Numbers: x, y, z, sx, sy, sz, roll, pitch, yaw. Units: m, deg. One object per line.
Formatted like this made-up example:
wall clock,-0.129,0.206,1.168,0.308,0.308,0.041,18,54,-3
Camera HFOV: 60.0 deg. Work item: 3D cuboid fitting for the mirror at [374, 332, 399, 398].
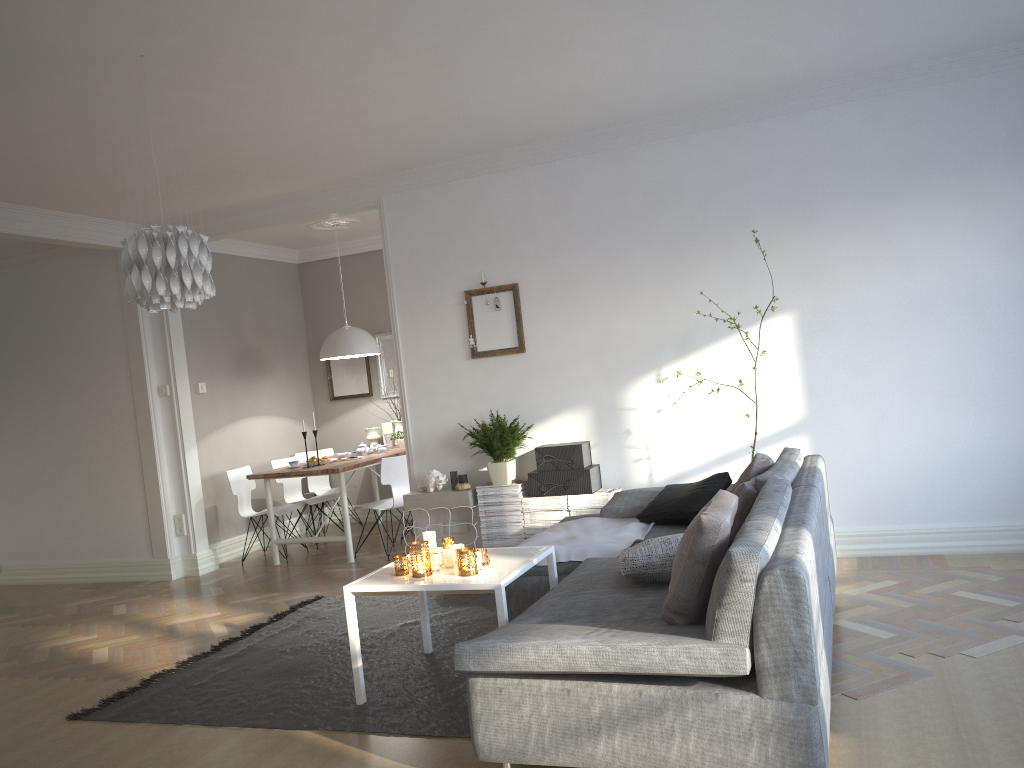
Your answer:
mirror,-1.069,-0.200,8.663,0.544,0.632,0.047,-6,1,21

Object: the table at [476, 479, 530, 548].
table,-0.025,0.953,5.927,0.321,0.597,0.246,-6,1,21

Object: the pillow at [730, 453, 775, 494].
pillow,1.203,0.538,4.486,0.324,0.403,0.429,-6,1,8

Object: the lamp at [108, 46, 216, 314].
lamp,-1.471,-0.835,3.681,0.354,1.066,0.354,-7,2,-27

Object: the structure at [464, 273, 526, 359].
structure,-0.129,-0.477,6.013,0.399,0.575,0.053,-6,1,18

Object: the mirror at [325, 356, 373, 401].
mirror,-1.638,-0.132,8.878,0.474,0.558,0.051,-6,1,21

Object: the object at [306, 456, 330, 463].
object,-1.626,0.630,7.432,0.197,0.063,0.188,-6,1,-9

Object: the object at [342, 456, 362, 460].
object,-1.351,0.628,7.481,0.180,0.014,0.180,-6,1,-14

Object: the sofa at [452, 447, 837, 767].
sofa,0.568,0.850,3.890,1.555,0.773,2.630,-6,1,21

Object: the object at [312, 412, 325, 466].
object,-1.591,0.439,7.188,0.095,0.449,0.095,-6,1,16

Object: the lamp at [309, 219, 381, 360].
lamp,-1.480,-0.826,7.756,0.530,1.182,0.529,-6,1,28

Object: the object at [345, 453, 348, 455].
object,-1.439,0.623,7.640,0.085,0.039,0.082,-7,1,-14

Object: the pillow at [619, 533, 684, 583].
pillow,0.622,0.685,3.499,0.406,0.194,0.404,-6,1,7

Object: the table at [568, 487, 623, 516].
table,0.560,0.939,5.707,0.327,0.499,0.246,-6,1,21

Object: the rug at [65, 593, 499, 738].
rug,-0.677,1.332,4.504,2.112,0.055,2.013,-6,1,20

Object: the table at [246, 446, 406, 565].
table,-1.315,1.005,7.789,0.853,0.750,1.985,-6,1,21

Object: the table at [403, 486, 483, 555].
table,-0.438,1.010,6.046,0.553,0.575,0.298,-6,1,22

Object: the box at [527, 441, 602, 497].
box,0.329,0.554,5.766,0.420,0.316,0.298,-6,1,21

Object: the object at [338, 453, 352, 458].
object,-1.438,0.624,7.640,0.129,0.038,0.129,-6,1,21

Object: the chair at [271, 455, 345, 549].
chair,-1.813,1.040,7.934,0.479,0.786,0.431,-6,1,31

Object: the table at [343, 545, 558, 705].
table,-0.229,1.045,3.898,0.715,0.504,0.674,-6,1,21

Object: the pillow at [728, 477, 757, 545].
pillow,1.015,0.591,4.136,0.337,0.311,0.414,-6,1,26

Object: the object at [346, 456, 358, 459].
object,-1.350,0.624,7.470,0.100,0.025,0.066,-6,1,-2

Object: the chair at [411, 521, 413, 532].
chair,-0.692,0.913,8.150,0.479,0.786,0.431,-6,1,11

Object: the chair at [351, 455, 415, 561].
chair,-0.980,0.956,7.024,0.479,0.786,0.431,-5,2,41

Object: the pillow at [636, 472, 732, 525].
pillow,0.912,0.616,4.695,0.421,0.248,0.401,-6,1,41

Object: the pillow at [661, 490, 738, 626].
pillow,0.637,0.581,2.988,0.242,0.390,0.426,-6,1,21

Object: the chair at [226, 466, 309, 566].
chair,-2.039,1.070,7.377,0.479,0.786,0.431,-6,1,11

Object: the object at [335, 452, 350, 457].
object,-1.492,0.628,7.800,0.129,0.038,0.129,-6,1,26

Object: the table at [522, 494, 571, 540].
table,0.267,0.971,5.819,0.327,0.499,0.246,-6,1,21

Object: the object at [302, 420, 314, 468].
object,-1.653,0.473,7.102,0.095,0.396,0.095,-6,1,16

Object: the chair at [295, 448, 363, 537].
chair,-1.763,1.029,8.520,0.431,0.786,0.479,-7,2,-38

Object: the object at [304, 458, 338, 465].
object,-1.600,0.653,7.436,0.287,0.020,0.287,-6,1,8

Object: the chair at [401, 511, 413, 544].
chair,-0.679,0.918,7.503,0.479,0.786,0.431,-6,1,26
